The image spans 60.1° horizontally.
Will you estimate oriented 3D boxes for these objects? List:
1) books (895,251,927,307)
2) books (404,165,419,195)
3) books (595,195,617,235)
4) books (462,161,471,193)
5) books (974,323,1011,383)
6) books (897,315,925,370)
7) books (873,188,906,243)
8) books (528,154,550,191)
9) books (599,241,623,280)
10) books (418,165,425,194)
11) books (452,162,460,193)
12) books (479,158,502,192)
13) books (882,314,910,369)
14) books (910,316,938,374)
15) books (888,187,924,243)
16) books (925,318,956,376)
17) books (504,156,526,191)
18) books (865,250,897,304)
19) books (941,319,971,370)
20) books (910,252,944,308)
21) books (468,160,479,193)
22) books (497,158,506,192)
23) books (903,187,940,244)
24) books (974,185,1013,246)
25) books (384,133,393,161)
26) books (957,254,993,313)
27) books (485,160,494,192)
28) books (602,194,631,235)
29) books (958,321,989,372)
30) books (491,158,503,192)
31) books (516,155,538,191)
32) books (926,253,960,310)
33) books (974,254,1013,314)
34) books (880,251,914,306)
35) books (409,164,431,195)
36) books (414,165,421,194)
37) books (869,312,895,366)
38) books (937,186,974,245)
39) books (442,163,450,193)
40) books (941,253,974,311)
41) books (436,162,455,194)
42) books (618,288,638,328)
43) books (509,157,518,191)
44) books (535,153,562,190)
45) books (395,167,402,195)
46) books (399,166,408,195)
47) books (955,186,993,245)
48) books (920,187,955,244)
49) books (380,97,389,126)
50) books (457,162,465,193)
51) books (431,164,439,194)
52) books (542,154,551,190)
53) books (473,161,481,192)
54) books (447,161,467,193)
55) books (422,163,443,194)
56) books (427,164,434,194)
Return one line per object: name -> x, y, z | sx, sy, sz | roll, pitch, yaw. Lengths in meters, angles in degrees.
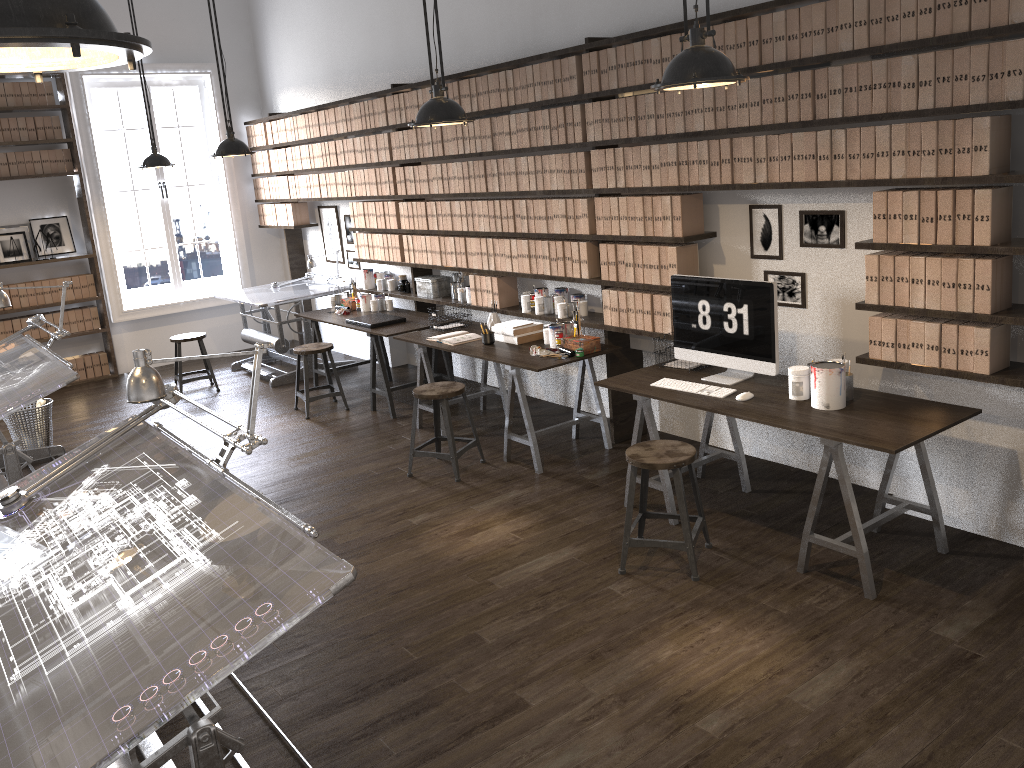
books -> 1.744, -0.456, 3.852 | 0.175, 0.223, 0.067 | -14, 15, -35
books -> -0.749, -1.614, 7.012 | 0.175, 0.223, 0.067 | -14, 15, -35
books -> 0.588, -1.014, 5.311 | 0.175, 0.223, 0.067 | -14, 15, -35
books -> -0.256, -1.484, 6.342 | 0.175, 0.223, 0.067 | -14, 15, -35
books -> 1.967, -0.134, 3.630 | 0.175, 0.223, 0.067 | -14, 15, -35
books -> 1.772, -0.186, 3.899 | 0.175, 0.223, 0.067 | -14, 15, -35
books -> 1.659, -0.737, 3.878 | 0.175, 0.223, 0.067 | -14, 15, -35
books -> 0.198, -1.368, 5.738 | 0.175, 0.223, 0.067 | -14, 15, -35
books -> 0.621, -0.745, 5.353 | 0.175, 0.223, 0.067 | -14, 15, -35
books -> -0.623, -1.581, 6.842 | 0.175, 0.223, 0.067 | -14, 15, -35
books -> -0.340, -1.507, 6.459 | 0.175, 0.223, 0.067 | -14, 15, -35
books -> -0.134, -1.453, 6.181 | 0.175, 0.223, 0.067 | -14, 15, -35
books -> 1.729, -0.196, 3.949 | 0.175, 0.223, 0.067 | -14, 15, -35
books -> 1.808, -0.176, 3.848 | 0.175, 0.223, 0.067 | -14, 15, -35
books -> 1.701, -0.726, 3.821 | 0.175, 0.223, 0.067 | -14, 15, -35
books -> 1.846, -0.166, 3.794 | 0.175, 0.223, 0.067 | -14, 15, -35
books -> 0.041, -1.410, 5.955 | 0.175, 0.223, 0.067 | -14, 15, -35
books -> 1.656, -0.476, 3.960 | 0.175, 0.223, 0.067 | -14, 15, -35
books -> 1.891, -0.156, 3.740 | 0.175, 0.223, 0.067 | -14, 15, -35
books -> 1.783, -0.444, 3.794 | 0.175, 0.223, 0.067 | -14, 15, -35
books -> -0.215, -1.475, 6.294 | 0.175, 0.223, 0.067 | -14, 15, -35
books -> -0.001, -1.421, 6.011 | 0.175, 0.223, 0.067 | -14, 15, -35
books -> 1.740, -0.714, 3.763 | 0.175, 0.223, 0.067 | -14, 15, -35
books -> 1.918, -0.669, 3.528 | 0.175, 0.223, 0.067 | -14, 15, -35
books -> -0.935, -1.919, 7.164 | 0.175, 0.223, 0.067 | -14, 15, -35
books -> 1.904, -0.414, 3.634 | 0.175, 0.223, 0.067 | -14, 15, -35
books -> -0.085, -1.443, 6.125 | 0.175, 0.223, 0.067 | -14, 15, -35
books -> 0.628, -1.003, 5.255 | 0.175, 0.223, 0.067 | -14, 15, -35
books -> 1.934, -0.145, 3.686 | 0.175, 0.223, 0.067 | -14, 15, -35
books -> -0.047, -1.431, 6.065 | 0.175, 0.223, 0.067 | -14, 15, -35
books -> 0.120, -1.389, 5.847 | 0.175, 0.223, 0.067 | -14, 15, -35
books -> 1.823, -0.433, 3.735 | 0.175, 0.223, 0.067 | -14, 15, -35
books -> 1.946, -0.403, 3.579 | 0.175, 0.223, 0.067 | -14, 15, -35
books -> 1.701, -0.466, 3.907 | 0.175, 0.223, 0.067 | -14, 15, -35
books -> -0.710, -1.602, 6.952 | 0.175, 0.223, 0.067 | -14, 15, -35
books -> -0.665, -1.592, 6.898 | 0.175, 0.223, 0.067 | -14, 15, -35
books -> 1.693, -0.207, 4.006 | 0.175, 0.223, 0.067 | -14, 15, -35
books -> 1.826, -0.692, 3.646 | 0.175, 0.223, 0.067 | -14, 15, -35
books -> -0.421, -1.529, 6.571 | 0.175, 0.223, 0.067 | -14, 15, -35
books -> 1.863, -0.422, 3.682 | 0.175, 0.223, 0.067 | -14, 15, -35
books -> -0.466, -1.539, 6.625 | 0.175, 0.223, 0.067 | -14, 15, -35
books -> 0.726, -0.454, 5.288 | 0.175, 0.223, 0.067 | -14, 15, -35
books -> 0.076, -1.398, 5.898 | 0.175, 0.223, 0.067 | -14, 15, -35
books -> 0.243, -1.358, 5.684 | 0.175, 0.223, 0.067 | -14, 15, -35
books -> -0.838, -1.637, 7.130 | 0.175, 0.223, 0.067 | -14, 15, -35
books -> -0.798, -1.624, 7.068 | 0.175, 0.223, 0.067 | -14, 15, -35
books -> 1.875, -0.681, 3.590 | 0.175, 0.223, 0.067 | -14, 15, -35
books -> 1.786, -0.704, 3.709 | 0.175, 0.223, 0.067 | -14, 15, -35
books -> -0.955, -2.185, 7.102 | 0.175, 0.223, 0.067 | -14, 15, -35
books -> -0.299, -1.495, 6.399 | 0.175, 0.223, 0.067 | -14, 15, -35
books -> -0.508, -1.550, 6.684 | 0.175, 0.223, 0.067 | -14, 15, -35
books -> 0.286, -1.347, 5.630 | 0.175, 0.223, 0.067 | -14, 15, -35
books -> -0.174, -1.465, 6.243 | 0.175, 0.223, 0.067 | -14, 15, -35
books -> -0.378, -1.518, 6.517 | 0.175, 0.223, 0.067 | -14, 15, -35
books -> -0.587, -1.569, 6.785 | 0.175, 0.223, 0.067 | -14, 15, -35
books -> -0.544, -1.560, 6.734 | 0.175, 0.223, 0.067 | -14, 15, -35
